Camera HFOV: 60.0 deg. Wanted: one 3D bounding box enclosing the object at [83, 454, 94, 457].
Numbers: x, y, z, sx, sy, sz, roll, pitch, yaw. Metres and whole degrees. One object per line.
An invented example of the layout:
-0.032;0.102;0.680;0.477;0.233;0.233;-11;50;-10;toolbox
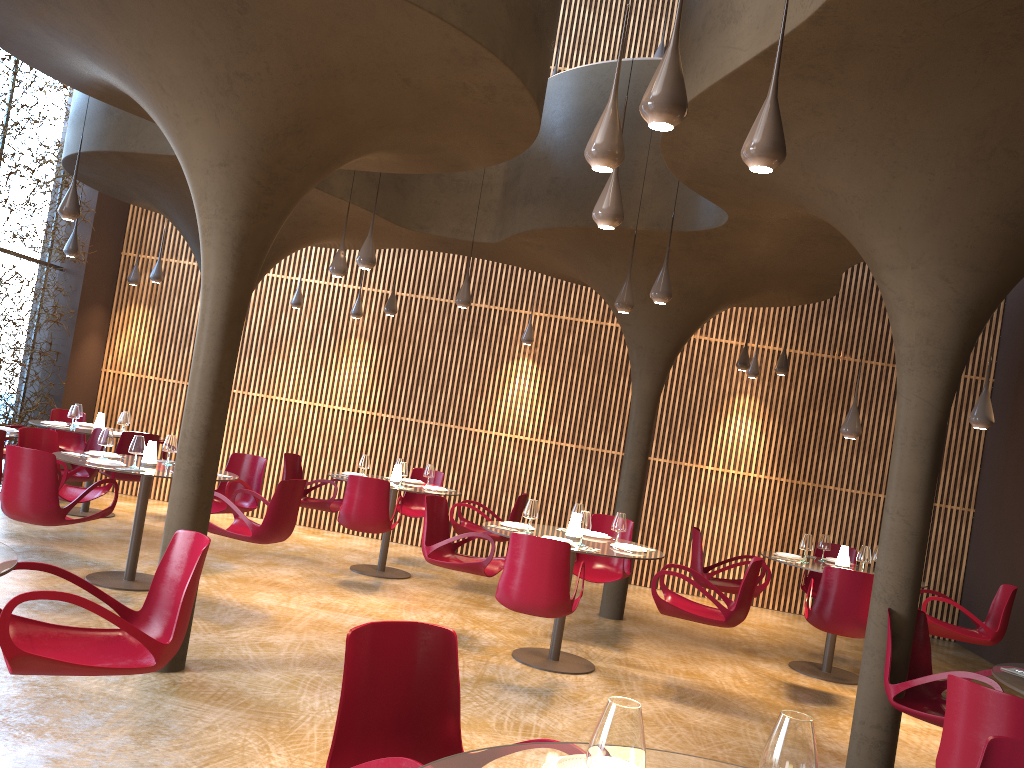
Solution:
-3.986;0.697;8.651;0.204;0.012;0.411;8;-3;19;object

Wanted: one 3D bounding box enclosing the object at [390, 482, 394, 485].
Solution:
-1.536;1.178;10.545;0.263;0.029;0.263;9;-3;12;object

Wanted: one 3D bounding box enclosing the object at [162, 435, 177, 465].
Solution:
-3.421;0.659;8.859;0.142;0.295;0.142;9;-2;-6;object

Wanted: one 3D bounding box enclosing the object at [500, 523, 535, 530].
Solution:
0.050;1.324;8.220;0.331;0.014;0.332;7;-3;33;object

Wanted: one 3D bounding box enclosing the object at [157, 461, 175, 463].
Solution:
-3.525;0.799;9.081;0.126;0.017;0.262;8;-3;17;object

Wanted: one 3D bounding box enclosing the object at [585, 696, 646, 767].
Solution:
0.246;0.903;2.109;0.142;0.295;0.142;10;-2;-27;object

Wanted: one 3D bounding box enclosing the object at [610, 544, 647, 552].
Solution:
1.039;1.467;7.910;0.331;0.014;0.332;7;-4;40;object

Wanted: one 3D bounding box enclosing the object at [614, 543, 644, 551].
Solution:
1.040;1.457;7.910;0.263;0.029;0.263;8;-3;14;object

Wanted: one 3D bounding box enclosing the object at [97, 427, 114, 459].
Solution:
-3.869;0.565;8.438;0.141;0.295;0.142;8;-2;45;object

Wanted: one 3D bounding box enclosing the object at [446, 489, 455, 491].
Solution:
-0.853;1.343;11.291;0.261;0.017;0.127;8;-3;17;object

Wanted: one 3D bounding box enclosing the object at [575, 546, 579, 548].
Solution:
0.380;1.344;7.558;0.410;0.012;0.205;8;-3;17;object

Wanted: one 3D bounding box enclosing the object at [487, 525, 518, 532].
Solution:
-0.083;1.296;7.950;0.261;0.017;0.127;8;-3;23;object

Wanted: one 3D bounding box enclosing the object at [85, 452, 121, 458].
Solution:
-3.987;0.696;8.647;0.331;0.014;0.332;7;-3;33;object

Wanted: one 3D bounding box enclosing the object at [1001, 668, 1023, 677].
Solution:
2.857;1.612;4.896;0.127;0.017;0.261;11;-3;-26;object

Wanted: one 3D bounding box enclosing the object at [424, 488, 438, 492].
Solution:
-0.955;1.306;11.003;0.204;0.012;0.411;8;-3;13;object

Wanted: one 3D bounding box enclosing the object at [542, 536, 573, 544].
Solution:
0.386;1.334;7.557;0.263;0.029;0.264;8;-3;25;object

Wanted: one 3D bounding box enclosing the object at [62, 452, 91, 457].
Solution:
-4.120;0.668;8.376;0.261;0.017;0.127;8;-3;23;object

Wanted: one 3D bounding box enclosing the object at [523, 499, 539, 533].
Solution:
0.169;1.193;8.012;0.141;0.295;0.142;8;-2;45;object

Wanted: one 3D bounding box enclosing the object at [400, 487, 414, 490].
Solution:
-1.250;1.237;10.467;0.126;0.017;0.262;9;-3;12;object

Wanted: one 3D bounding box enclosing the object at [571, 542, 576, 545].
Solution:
0.385;1.344;7.557;0.332;0.014;0.332;9;-3;-4;object

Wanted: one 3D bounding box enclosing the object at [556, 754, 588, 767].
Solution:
0.244;1.043;2.339;0.262;0.029;0.264;6;-4;43;object

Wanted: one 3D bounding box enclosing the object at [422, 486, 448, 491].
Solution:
-0.954;1.305;11.008;0.331;0.014;0.332;7;-3;30;object

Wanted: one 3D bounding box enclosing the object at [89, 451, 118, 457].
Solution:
-3.985;0.686;8.647;0.263;0.029;0.263;9;-3;7;object

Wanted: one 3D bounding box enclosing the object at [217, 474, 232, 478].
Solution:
-2.850;0.883;8.598;0.261;0.017;0.127;8;-3;27;object

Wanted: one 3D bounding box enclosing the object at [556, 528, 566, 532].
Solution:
0.512;1.428;8.654;0.126;0.017;0.262;8;-3;17;object

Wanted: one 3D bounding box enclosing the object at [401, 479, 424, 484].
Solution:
-1.306;1.278;11.592;0.331;0.014;0.332;9;-3;4;object

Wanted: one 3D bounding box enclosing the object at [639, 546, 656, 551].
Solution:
1.187;1.512;8.171;0.261;0.017;0.127;8;-3;27;object

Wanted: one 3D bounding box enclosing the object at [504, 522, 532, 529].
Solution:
0.052;1.314;8.220;0.263;0.029;0.263;8;-3;14;object

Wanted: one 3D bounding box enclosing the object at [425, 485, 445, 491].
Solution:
-0.953;1.295;11.008;0.263;0.029;0.263;10;-3;-15;object

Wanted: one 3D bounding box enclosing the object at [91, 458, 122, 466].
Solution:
-3.651;0.706;7.983;0.263;0.029;0.263;8;-3;15;object

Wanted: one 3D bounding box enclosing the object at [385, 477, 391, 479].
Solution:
-1.601;1.241;11.649;0.126;0.017;0.262;9;-3;7;object

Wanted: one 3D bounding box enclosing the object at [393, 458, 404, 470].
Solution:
-1.459;1.107;11.445;0.142;0.295;0.142;9;-2;6;object

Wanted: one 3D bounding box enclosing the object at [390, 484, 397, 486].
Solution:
-1.537;1.187;10.545;0.332;0.014;0.332;9;-3;-4;object

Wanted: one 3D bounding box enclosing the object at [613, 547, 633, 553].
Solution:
1.037;1.468;7.906;0.204;0.012;0.411;8;-3;23;object

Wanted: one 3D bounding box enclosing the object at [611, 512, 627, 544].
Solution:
0.978;1.330;8.131;0.142;0.295;0.142;10;-2;-19;object

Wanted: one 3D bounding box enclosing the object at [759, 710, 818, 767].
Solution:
0.696;0.982;2.236;0.141;0.295;0.142;8;-2;38;object

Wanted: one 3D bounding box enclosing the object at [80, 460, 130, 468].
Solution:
-3.657;0.716;7.984;0.410;0.012;0.205;8;-3;17;object

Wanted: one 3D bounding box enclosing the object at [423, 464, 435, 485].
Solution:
-1.051;1.161;11.212;0.142;0.295;0.141;11;-2;-40;object

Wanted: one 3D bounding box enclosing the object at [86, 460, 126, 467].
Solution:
-3.652;0.715;7.983;0.332;0.014;0.332;9;-3;-1;object

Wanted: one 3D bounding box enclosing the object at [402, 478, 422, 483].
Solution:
-1.304;1.269;11.593;0.263;0.029;0.263;8;-3;17;object

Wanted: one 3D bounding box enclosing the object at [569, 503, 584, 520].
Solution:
0.616;1.287;8.433;0.141;0.295;0.142;8;-2;39;object

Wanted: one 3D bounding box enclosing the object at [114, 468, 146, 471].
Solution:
-3.382;0.760;7.856;0.126;0.017;0.262;8;-3;22;object

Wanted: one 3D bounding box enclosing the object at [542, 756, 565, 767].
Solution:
0.242;1.053;2.338;0.331;0.014;0.332;8;-3;14;object

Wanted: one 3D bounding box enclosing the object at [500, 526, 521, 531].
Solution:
0.051;1.325;8.225;0.204;0.012;0.411;8;-3;19;object

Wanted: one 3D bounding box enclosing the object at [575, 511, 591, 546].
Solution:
0.613;1.247;7.662;0.142;0.295;0.142;9;-2;-2;object

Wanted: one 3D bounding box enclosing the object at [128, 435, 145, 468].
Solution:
-3.424;0.619;8.089;0.142;0.295;0.142;9;-2;-2;object

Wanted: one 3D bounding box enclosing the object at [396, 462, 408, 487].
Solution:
-1.330;1.089;10.685;0.142;0.295;0.142;9;-2;-1;object

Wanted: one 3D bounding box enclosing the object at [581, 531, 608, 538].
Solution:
0.794;1.450;8.547;0.263;0.029;0.263;9;-3;8;object

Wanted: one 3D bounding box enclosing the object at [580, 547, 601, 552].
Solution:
0.655;1.388;7.429;0.126;0.017;0.262;8;-3;22;object

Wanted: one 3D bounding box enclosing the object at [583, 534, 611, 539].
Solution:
0.793;1.460;8.547;0.332;0.014;0.332;10;-3;-11;object
